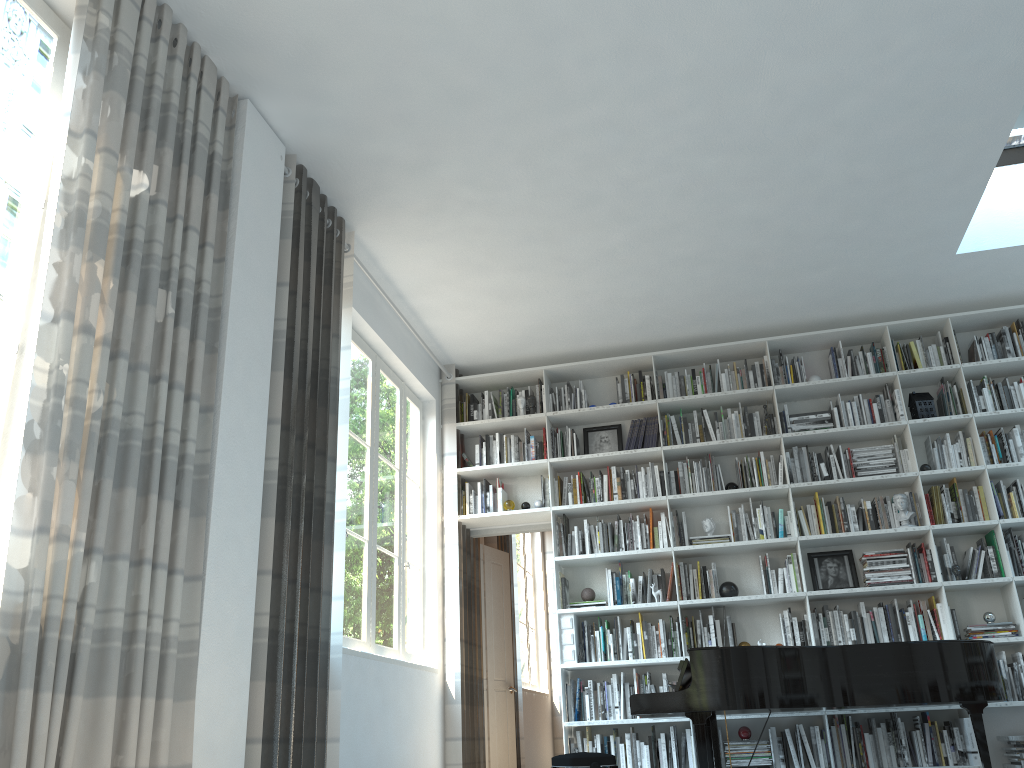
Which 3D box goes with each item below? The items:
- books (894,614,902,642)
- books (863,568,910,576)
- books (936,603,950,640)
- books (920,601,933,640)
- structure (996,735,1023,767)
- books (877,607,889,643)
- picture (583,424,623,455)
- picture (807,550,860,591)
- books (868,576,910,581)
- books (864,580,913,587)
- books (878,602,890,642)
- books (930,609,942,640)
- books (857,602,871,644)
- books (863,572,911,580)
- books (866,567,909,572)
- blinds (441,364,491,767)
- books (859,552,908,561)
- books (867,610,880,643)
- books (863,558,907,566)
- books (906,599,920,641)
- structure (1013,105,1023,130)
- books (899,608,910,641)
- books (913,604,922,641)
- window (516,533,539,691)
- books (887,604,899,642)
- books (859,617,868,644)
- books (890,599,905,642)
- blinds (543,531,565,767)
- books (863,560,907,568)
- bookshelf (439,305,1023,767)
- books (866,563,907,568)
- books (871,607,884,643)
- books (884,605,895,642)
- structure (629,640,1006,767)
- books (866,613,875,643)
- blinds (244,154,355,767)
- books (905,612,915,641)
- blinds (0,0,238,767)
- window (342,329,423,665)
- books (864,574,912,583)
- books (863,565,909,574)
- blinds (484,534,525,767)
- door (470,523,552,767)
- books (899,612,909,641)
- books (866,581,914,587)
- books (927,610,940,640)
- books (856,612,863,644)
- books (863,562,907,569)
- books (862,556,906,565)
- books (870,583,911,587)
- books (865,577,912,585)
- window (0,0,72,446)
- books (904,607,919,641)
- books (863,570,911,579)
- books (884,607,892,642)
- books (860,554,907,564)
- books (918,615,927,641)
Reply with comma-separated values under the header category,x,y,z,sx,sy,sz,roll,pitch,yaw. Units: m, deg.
category,x,y,z,sx,sy,sz,roll,pitch,yaw
books,2.533,1.628,5.847,0.021,0.202,0.129,-7,-22,11
books,2.523,1.274,5.978,0.285,0.012,0.160,-9,-23,16
books,2.796,1.566,5.780,0.033,0.245,0.177,-7,-22,11
books,2.707,1.571,5.817,0.026,0.271,0.175,-7,-22,11
structure,3.995,1.530,3.937,2.900,0.656,3.125,-7,-23,12
books,2.445,1.613,5.859,0.026,0.244,0.192,-7,-22,11
picture,0.702,0.460,6.820,0.300,0.298,0.078,-7,-22,12
picture,2.215,1.299,6.111,0.300,0.298,0.078,-7,-22,12
books,2.525,1.318,5.961,0.254,0.012,0.161,-5,-22,7
books,2.528,1.344,5.960,0.285,0.012,0.160,-7,-23,11
books,2.469,1.601,5.884,0.014,0.285,0.135,-7,-22,11
books,2.765,1.586,5.786,0.011,0.215,0.167,-7,-22,11
books,2.344,1.609,5.898,0.026,0.290,0.152,-7,-22,11
books,2.526,1.300,5.978,0.285,0.012,0.160,-8,-23,12
books,2.523,1.263,5.983,0.254,0.012,0.161,-5,-22,7
blinds,-0.364,1.476,6.785,0.140,3.217,0.779,-7,-22,11
books,2.519,1.173,6.018,0.285,0.012,0.160,-5,-22,7
books,2.396,1.628,5.879,0.031,0.236,0.159,-7,-22,11
books,2.521,1.209,6.009,0.254,0.012,0.161,-6,-22,9
books,2.642,1.571,5.839,0.014,0.292,0.138,-7,-22,11
structure,3.976,-0.191,4.186,2.614,3.367,1.962,-7,-22,12
books,2.585,1.606,5.840,0.014,0.234,0.154,-7,-22,11
books,2.659,1.589,5.836,0.014,0.255,0.145,-7,-22,11
window,0.042,2.137,9.221,0.073,2.000,1.991,-7,-22,11
books,2.505,1.597,5.850,0.028,0.263,0.162,-7,-22,11
books,2.319,1.651,5.874,0.023,0.195,0.165,-7,-22,11
books,2.545,1.579,5.852,0.012,0.295,0.178,-7,-22,11
blinds,0.550,2.910,10.391,0.140,3.217,0.779,-7,-22,11
books,2.521,1.219,6.003,0.254,0.012,0.161,-6,-22,8
bookshelf,2.580,1.094,5.972,6.298,3.129,0.331,-7,-22,12
books,2.523,1.243,5.996,0.254,0.012,0.161,-8,-23,14
books,2.426,1.622,5.890,0.025,0.253,0.137,-7,-22,11
books,2.488,1.603,5.860,0.010,0.260,0.182,-7,-22,11
structure,1.674,1.853,4.740,1.919,0.829,1.340,-7,-23,12
books,2.372,1.642,5.888,0.025,0.219,0.140,-7,-22,11
blinds,-1.006,0.468,4.249,0.140,3.217,0.779,-7,-22,11
books,2.601,1.613,5.820,0.023,0.203,0.168,-7,-22,11
blinds,-1.309,-0.032,3.045,0.183,3.247,1.030,-7,-22,11
window,-0.871,0.704,5.617,0.073,2.000,1.991,-7,-22,11
books,2.527,1.312,5.976,0.285,0.012,0.160,-7,-23,12
books,2.522,1.252,5.987,0.285,0.012,0.160,-9,-23,16
blinds,-0.093,1.902,7.855,0.140,3.217,0.779,-7,-22,11
door,0.089,2.169,6.870,0.834,1.972,0.789,-7,-22,12
books,2.564,1.617,5.829,0.024,0.206,0.184,-7,-22,11
books,2.526,1.351,5.947,0.285,0.012,0.160,-5,-22,7
books,2.740,1.591,5.789,0.042,0.211,0.169,-7,-22,11
books,2.303,1.642,5.895,0.013,0.229,0.139,-7,-22,11
books,2.522,1.231,6.000,0.254,0.012,0.161,-6,-22,9
books,2.520,1.196,6.012,0.254,0.012,0.161,-6,-22,8
books,2.528,1.365,5.949,0.254,0.012,0.161,-8,-23,13
books,2.525,1.329,5.956,0.285,0.012,0.160,-9,-23,16
window,-15.206,-2.219,16.371,32.819,18.460,18.603,-9,-23,15
books,2.623,1.596,5.821,0.023,0.233,0.175,-7,-22,11
books,2.525,1.288,5.980,0.285,0.012,0.160,-8,-23,13
books,2.481,1.613,5.870,0.011,0.250,0.159,-7,-22,11
books,2.521,1.187,6.020,0.285,0.012,0.160,-8,-23,13
books,2.672,1.612,5.797,0.023,0.182,0.169,-7,-22,11
